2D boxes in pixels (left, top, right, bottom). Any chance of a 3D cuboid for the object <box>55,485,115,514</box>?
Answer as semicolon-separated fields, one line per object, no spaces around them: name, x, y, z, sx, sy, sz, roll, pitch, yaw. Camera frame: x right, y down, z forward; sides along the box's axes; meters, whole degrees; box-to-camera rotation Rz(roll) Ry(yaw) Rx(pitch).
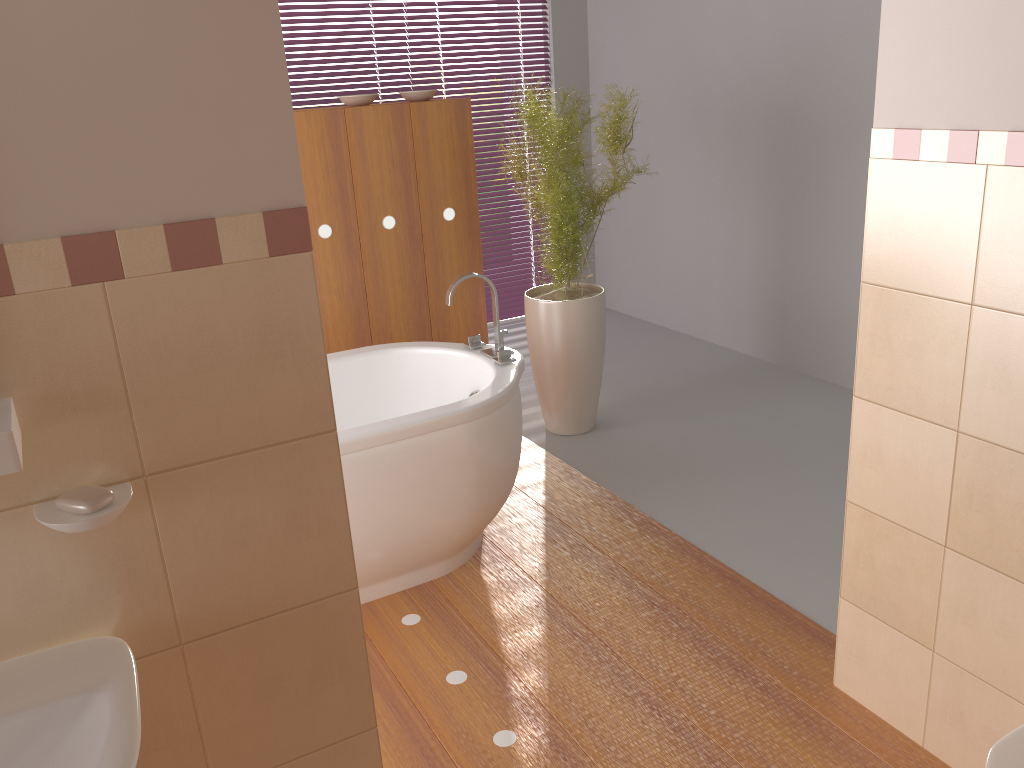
object;-0.539;0.146;1.119;0.075;0.023;0.050;6;21;26

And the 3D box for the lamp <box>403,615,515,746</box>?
lamp;-0.998;1.413;0.831;3.173;0.001;2.893;-13;21;-26

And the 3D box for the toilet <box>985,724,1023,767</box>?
toilet;0.983;0.792;1.397;0.534;0.400;0.375;-13;21;-26

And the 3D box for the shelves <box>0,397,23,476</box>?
shelves;-0.823;0.113;0.920;0.554;0.050;0.138;-13;21;-26

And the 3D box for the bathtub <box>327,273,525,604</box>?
bathtub;-0.789;0.205;2.892;1.874;0.900;0.888;-13;21;-26

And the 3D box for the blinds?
blinds;-1.796;-0.984;4.724;4.712;2.022;0.032;-13;21;-26

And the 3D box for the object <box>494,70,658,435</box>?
object;0.322;-0.541;3.826;0.683;1.557;1.335;-2;19;5

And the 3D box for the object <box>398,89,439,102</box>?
object;-0.399;-1.232;3.799;0.173;0.046;0.173;-13;21;-26

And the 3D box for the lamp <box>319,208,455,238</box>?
lamp;-0.763;-0.623;3.623;1.169;0.052;0.001;-13;21;-26

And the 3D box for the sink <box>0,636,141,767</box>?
sink;-0.705;0.526;0.879;0.683;0.516;0.539;-13;21;-26

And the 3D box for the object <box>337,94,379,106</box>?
object;-0.637;-1.176;3.681;0.173;0.046;0.173;-13;21;-26

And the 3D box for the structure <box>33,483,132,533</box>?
structure;-0.538;0.167;1.125;0.117;0.029;0.092;-13;21;-26
